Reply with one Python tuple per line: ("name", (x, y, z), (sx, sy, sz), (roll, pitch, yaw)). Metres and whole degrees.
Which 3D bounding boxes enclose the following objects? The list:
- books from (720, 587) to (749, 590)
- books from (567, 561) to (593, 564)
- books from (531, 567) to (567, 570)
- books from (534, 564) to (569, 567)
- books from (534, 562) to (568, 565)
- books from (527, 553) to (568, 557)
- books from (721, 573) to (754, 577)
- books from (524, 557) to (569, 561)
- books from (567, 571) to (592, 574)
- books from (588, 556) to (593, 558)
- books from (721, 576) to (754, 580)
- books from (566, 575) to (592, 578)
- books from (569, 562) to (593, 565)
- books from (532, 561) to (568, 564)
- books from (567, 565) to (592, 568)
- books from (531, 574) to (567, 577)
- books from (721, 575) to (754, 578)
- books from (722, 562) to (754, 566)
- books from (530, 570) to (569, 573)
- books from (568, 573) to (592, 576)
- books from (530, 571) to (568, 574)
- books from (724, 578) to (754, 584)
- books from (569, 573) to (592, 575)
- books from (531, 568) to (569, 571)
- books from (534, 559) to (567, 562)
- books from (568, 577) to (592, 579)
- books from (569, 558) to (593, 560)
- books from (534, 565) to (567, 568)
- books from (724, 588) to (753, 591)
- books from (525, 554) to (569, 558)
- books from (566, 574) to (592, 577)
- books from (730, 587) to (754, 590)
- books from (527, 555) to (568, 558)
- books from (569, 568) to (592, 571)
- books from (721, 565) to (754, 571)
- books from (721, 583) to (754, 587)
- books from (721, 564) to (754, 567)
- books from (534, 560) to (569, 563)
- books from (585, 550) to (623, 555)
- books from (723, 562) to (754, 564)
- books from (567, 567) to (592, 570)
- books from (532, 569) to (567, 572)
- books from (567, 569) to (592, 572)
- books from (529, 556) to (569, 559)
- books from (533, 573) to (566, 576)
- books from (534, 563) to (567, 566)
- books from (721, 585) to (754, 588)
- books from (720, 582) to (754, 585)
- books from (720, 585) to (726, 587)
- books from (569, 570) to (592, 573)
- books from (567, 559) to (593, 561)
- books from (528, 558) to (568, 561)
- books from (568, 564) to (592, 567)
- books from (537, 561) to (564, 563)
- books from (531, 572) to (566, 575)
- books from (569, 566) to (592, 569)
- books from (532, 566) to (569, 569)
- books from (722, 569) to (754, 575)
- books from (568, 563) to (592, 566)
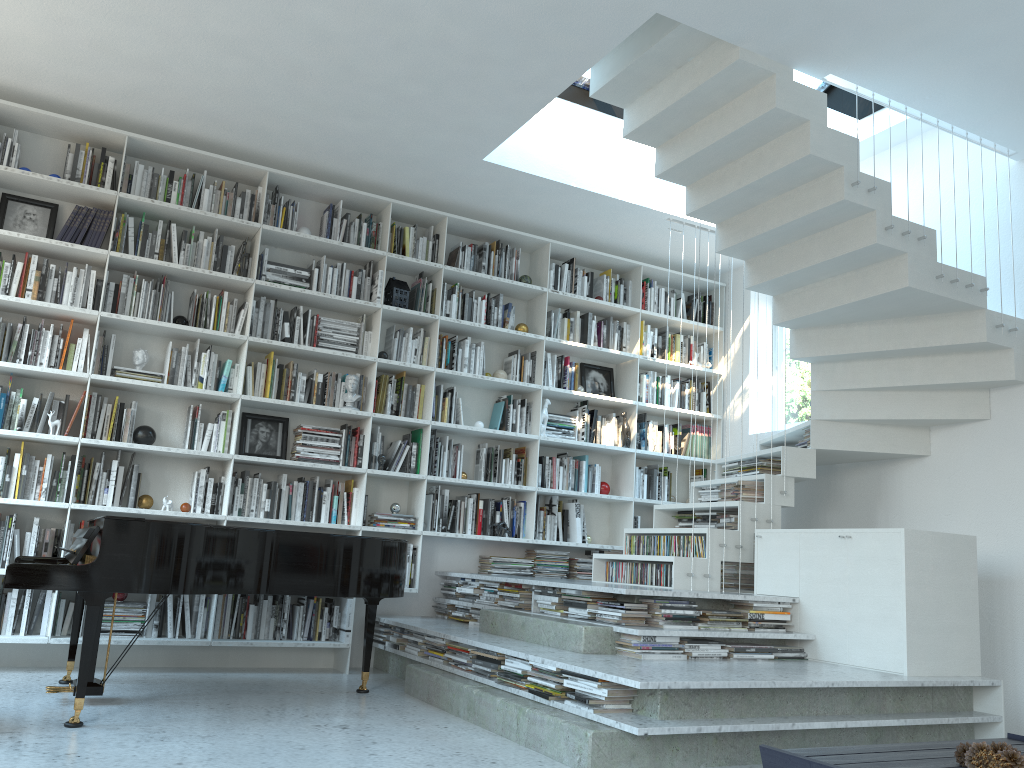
("books", (1.624, 1.527, 6.641), (0.290, 0.008, 0.147), (9, -13, -26))
("books", (0.580, 1.340, 6.645), (0.328, 0.008, 0.208), (9, -13, -25))
("books", (0.252, 1.344, 6.464), (0.254, 0.007, 0.161), (10, -13, -30))
("books", (0.254, 1.324, 6.465), (0.285, 0.007, 0.159), (11, -13, -31))
("books", (0.251, 1.312, 6.476), (0.285, 0.007, 0.160), (9, -13, -26))
("books", (0.259, 1.250, 6.480), (0.254, 0.005, 0.161), (11, -13, -31))
("books", (1.664, 1.396, 6.480), (0.233, 0.015, 0.170), (8, -12, -22))
("books", (0.250, 1.277, 6.482), (0.285, 0.005, 0.159), (10, -13, -28))
("books", (0.577, 1.414, 6.628), (0.368, 0.007, 0.206), (10, -13, -29))
("books", (0.718, 1.308, 6.679), (0.159, 0.012, 0.285), (10, -13, -30))
("books", (1.668, 1.416, 6.465), (0.233, 0.017, 0.163), (9, -13, -27))
("books", (0.576, 1.444, 6.623), (0.328, 0.008, 0.208), (9, -12, -24))
("books", (0.584, 1.347, 6.636), (0.328, 0.008, 0.208), (8, -12, -22))
("books", (0.250, 1.305, 6.480), (0.285, 0.007, 0.160), (9, -13, -27))
("books", (0.580, 1.370, 6.637), (0.328, 0.008, 0.207), (10, -13, -29))
("books", (0.247, 1.391, 6.454), (0.254, 0.007, 0.161), (8, -12, -23))
("books", (1.663, 1.406, 6.478), (0.262, 0.006, 0.185), (9, -13, -26))
("books", (1.678, 1.323, 6.496), (0.212, 0.014, 0.169), (9, -13, -26))
("books", (0.252, 1.364, 6.458), (0.285, 0.007, 0.160), (8, -12, -22))
("books", (0.572, 1.430, 6.633), (0.328, 0.008, 0.208), (9, -13, -27))
("books", (0.249, 1.371, 6.458), (0.285, 0.007, 0.159), (10, -13, -30))
("books", (1.667, 1.438, 6.461), (0.179, 0.029, 0.152), (10, -13, -30))
("books", (0.574, 1.422, 6.632), (0.328, 0.008, 0.208), (10, -13, -28))
("books", (0.250, 1.352, 6.467), (0.285, 0.007, 0.160), (9, -13, -25))
("books", (0.250, 1.288, 6.479), (0.254, 0.005, 0.161), (10, -13, -28))
("books", (0.577, 1.451, 6.619), (0.328, 0.008, 0.207), (10, -13, -30))
("books", (0.582, 1.317, 6.649), (0.368, 0.007, 0.206), (9, -13, -25))
("books", (0.250, 1.332, 6.472), (0.254, 0.007, 0.161), (9, -13, -26))
("books", (1.668, 1.499, 6.440), (0.231, 0.020, 0.142), (9, -13, -27))
("books", (0.257, 1.256, 6.483), (0.285, 0.005, 0.159), (10, -13, -29))
("books", (0.573, 1.437, 6.630), (0.368, 0.007, 0.206), (9, -13, -26))
("books", (1.679, 1.480, 6.423), (0.190, 0.011, 0.091), (10, -13, -29))
("books", (0.257, 1.261, 6.480), (0.254, 0.005, 0.161), (8, -12, -23))
("books", (0.576, 1.393, 6.638), (0.368, 0.007, 0.206), (9, -13, -26))
("books", (1.667, 1.348, 6.489), (0.254, 0.027, 0.188), (9, -13, -27))
("books", (1.662, 1.467, 6.460), (0.224, 0.012, 0.160), (8, -12, -23))
("books", (1.671, 1.335, 6.505), (0.249, 0.006, 0.189), (10, -13, -28))
("books", (0.250, 1.293, 6.476), (0.285, 0.005, 0.159), (10, -13, -28))
("books", (0.706, 1.278, 6.677), (0.205, 0.035, 0.267), (9, -13, -26))
("books", (1.680, 1.311, 6.494), (0.210, 0.009, 0.160), (9, -13, -26))
("books", (0.576, 1.386, 6.639), (0.328, 0.008, 0.208), (9, -13, -26))
("books", (0.252, 1.358, 6.462), (0.254, 0.007, 0.161), (10, -13, -30))
("books", (0.577, 1.400, 6.634), (0.328, 0.008, 0.207), (10, -13, -28))
("books", (0.254, 1.266, 6.477), (0.285, 0.005, 0.159), (10, -13, -30))
("books", (0.244, 1.386, 6.463), (0.254, 0.007, 0.161), (9, -13, -27))
("books", (0.250, 1.318, 6.475), (0.254, 0.007, 0.161), (9, -13, -26))
("books", (1.665, 1.476, 6.452), (0.243, 0.008, 0.147), (10, -13, -29))
("books", (1.667, 1.456, 6.454), (0.259, 0.009, 0.152), (9, -13, -26))
("books", (1.626, 1.513, 6.641), (0.298, 0.010, 0.142), (10, -13, -28))
("books", (0.576, 1.407, 6.632), (0.328, 0.008, 0.208), (9, -13, -25))
("books", (0.585, 1.323, 6.640), (0.368, 0.007, 0.206), (11, -13, -31))
("books", (0.250, 1.282, 6.481), (0.285, 0.005, 0.160), (9, -13, -26))
("books", (0.579, 1.363, 6.640), (0.328, 0.008, 0.208), (9, -13, -25))
("books", (0.248, 1.299, 6.479), (0.254, 0.005, 0.161), (9, -13, -27))
("books", (0.245, 1.379, 6.462), (0.254, 0.007, 0.161), (9, -13, -26))
("books", (0.579, 1.377, 6.635), (0.368, 0.007, 0.206), (9, -12, -24))
("books", (0.252, 1.338, 6.465), (0.285, 0.007, 0.159), (10, -13, -30))
("books", (1.670, 1.373, 6.475), (0.204, 0.028, 0.163), (9, -13, -25))
("books", (0.578, 1.356, 6.645), (0.368, 0.007, 0.206), (10, -13, -28))
